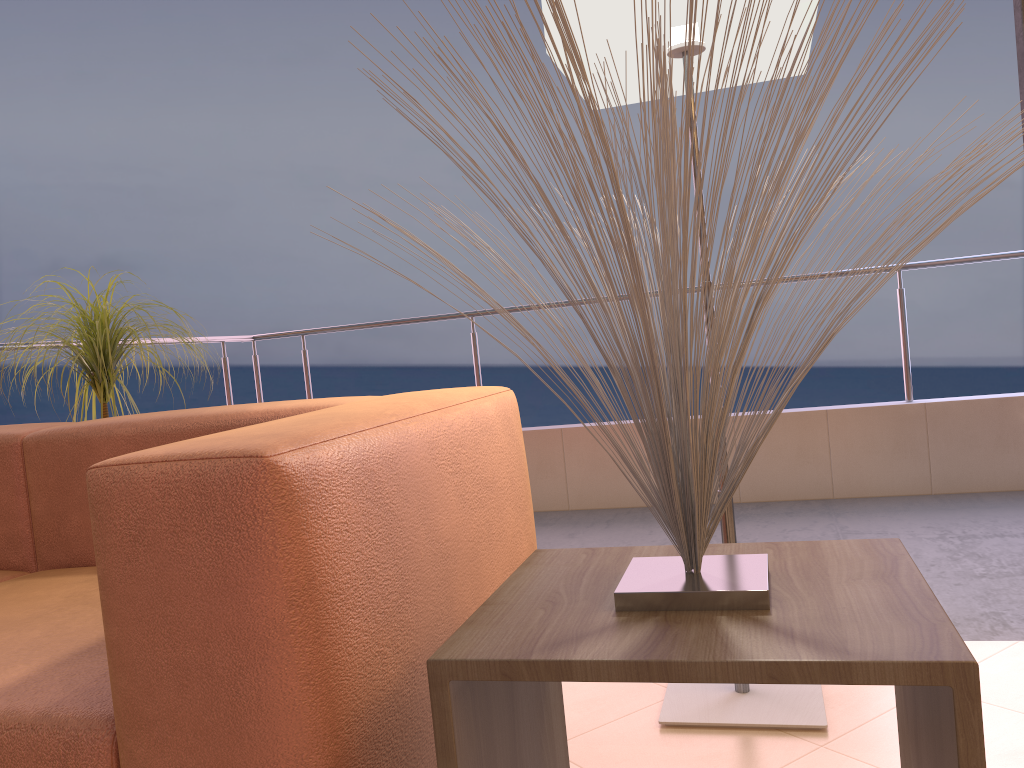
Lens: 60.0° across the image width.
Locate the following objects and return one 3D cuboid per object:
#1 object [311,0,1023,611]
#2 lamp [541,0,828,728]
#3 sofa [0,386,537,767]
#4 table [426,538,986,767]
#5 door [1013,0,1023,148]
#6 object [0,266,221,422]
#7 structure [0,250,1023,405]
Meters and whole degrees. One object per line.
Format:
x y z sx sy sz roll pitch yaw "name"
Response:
0.194 -0.097 1.031 0.700 0.634 0.703 -7 3 -28 "object"
0.379 -0.173 1.720 0.454 1.578 0.454 -5 3 16 "lamp"
-1.388 0.465 1.693 2.781 0.672 0.943 -5 3 16 "sofa"
0.221 0.440 0.973 0.469 0.436 0.415 -5 3 16 "table"
1.305 -0.550 1.789 0.480 2.160 0.056 -5 3 16 "door"
-1.238 0.194 2.720 0.703 1.088 0.729 -6 3 -15 "object"
0.496 -0.074 2.937 4.176 0.541 1.663 -5 3 16 "structure"
